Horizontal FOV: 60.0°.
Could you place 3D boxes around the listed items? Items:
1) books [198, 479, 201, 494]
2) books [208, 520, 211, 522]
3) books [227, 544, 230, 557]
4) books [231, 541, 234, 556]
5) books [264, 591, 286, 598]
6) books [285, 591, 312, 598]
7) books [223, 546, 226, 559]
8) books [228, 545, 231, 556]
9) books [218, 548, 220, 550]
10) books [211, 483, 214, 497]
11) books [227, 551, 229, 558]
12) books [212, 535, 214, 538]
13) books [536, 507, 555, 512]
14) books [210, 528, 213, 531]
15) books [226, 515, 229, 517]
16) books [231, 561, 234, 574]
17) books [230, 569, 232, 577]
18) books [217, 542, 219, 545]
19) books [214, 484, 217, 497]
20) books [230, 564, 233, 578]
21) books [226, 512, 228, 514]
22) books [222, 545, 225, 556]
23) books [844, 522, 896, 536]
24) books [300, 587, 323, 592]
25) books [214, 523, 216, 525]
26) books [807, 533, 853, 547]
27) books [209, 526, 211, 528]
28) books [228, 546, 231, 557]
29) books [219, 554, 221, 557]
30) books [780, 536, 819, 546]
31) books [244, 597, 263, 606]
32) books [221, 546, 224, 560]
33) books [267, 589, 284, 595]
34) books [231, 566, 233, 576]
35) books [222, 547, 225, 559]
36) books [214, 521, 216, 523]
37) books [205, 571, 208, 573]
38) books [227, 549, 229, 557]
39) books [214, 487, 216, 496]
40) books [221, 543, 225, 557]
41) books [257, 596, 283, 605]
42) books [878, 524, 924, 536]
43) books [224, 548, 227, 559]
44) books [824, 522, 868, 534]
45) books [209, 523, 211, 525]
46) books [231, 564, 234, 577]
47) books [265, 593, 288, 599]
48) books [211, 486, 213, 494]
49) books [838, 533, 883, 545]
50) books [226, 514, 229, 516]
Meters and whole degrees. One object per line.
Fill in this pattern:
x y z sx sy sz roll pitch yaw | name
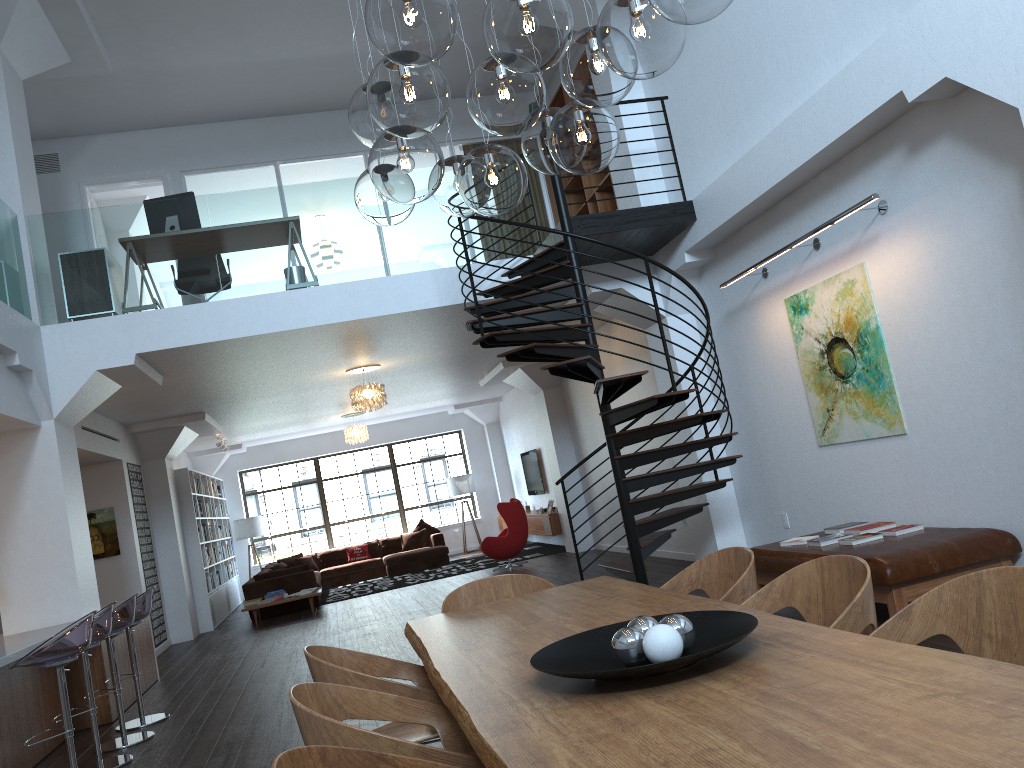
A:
-5.094 1.666 14.202 0.182 0.255 0.077 -10 -6 -13 | books
-5.052 2.266 14.487 0.223 0.027 0.161 -11 -6 -3 | books
-5.401 3.140 16.622 0.183 0.253 0.042 -10 -6 -13 | books
-5.539 3.224 17.311 0.176 0.290 0.053 -10 -6 -13 | books
-3.482 3.097 13.049 0.279 0.035 0.191 -11 -6 -3 | books
-3.069 3.014 12.718 0.342 0.040 0.231 -15 -7 27 | books
-5.254 3.042 15.940 0.174 0.242 0.105 -10 -6 -13 | books
-5.443 3.186 16.838 0.168 0.228 0.139 -10 -6 -13 | books
-5.158 2.858 15.274 0.223 0.032 0.161 -10 -6 -13 | books
-5.454 1.901 15.880 0.176 0.290 0.053 -10 -6 -13 | books
-5.343 3.120 16.407 0.161 0.223 0.030 -10 -6 -13 | books
-5.101 2.575 14.850 0.160 0.039 0.251 -11 -6 -8 | books
0.592 2.214 15.589 0.250 0.053 0.400 -10 -6 -13 | books
-5.130 2.453 14.868 0.183 0.042 0.253 -10 -6 -13 | books
-5.659 2.595 17.194 0.284 0.035 0.197 -13 -6 17 | books
-5.388 3.530 16.843 0.176 0.290 0.053 -10 -6 -13 | books
-5.270 3.469 16.324 0.183 0.253 0.037 -10 -6 -13 | books
-5.161 2.771 15.272 0.185 0.041 0.129 -12 -6 1 | books
-5.518 1.972 16.246 0.183 0.253 0.034 -10 -6 -13 | books
-5.299 3.490 16.465 0.183 0.253 0.037 -10 -6 -13 | books
-5.669 2.529 17.197 0.254 0.032 0.174 -14 -7 22 | books
-5.247 3.007 15.856 0.176 0.293 0.125 -10 -6 -13 | books
2.448 0.990 6.059 0.283 0.043 0.197 -10 -6 -13 | books
-2.989 3.038 13.085 0.256 0.035 0.350 -13 -6 12 | books
-5.209 2.425 15.215 0.223 0.031 0.161 -10 -6 -13 | books
2.133 1.043 5.944 0.247 0.040 0.185 -10 -6 -10 | books
-5.145 2.420 14.877 0.161 0.033 0.223 -10 -6 -13 | books
-5.417 3.182 16.754 0.161 0.221 0.035 -10 -6 -13 | books
-5.153 2.978 15.273 0.259 0.040 0.180 -10 -6 -13 | books
2.023 1.104 6.242 0.161 0.031 0.223 -7 -7 -35 | books
-3.763 3.172 12.914 0.241 0.045 0.334 -10 -6 -11 | books
-5.184 2.992 15.610 0.174 0.243 0.085 -10 -6 -13 | books
-3.483 3.065 13.051 0.224 0.027 0.157 -11 -6 -8 | books
-5.327 3.511 16.580 0.189 0.247 0.057 -10 -6 -13 | books
-5.198 3.000 15.695 0.182 0.253 0.098 -10 -6 -13 | books
-5.217 2.397 15.226 0.224 0.030 0.161 -11 -6 -3 | books
-4.659 2.820 13.216 0.223 0.027 0.161 -11 -6 -3 | books
-5.377 3.126 16.506 0.171 0.246 0.036 -10 -6 -13 | books
-5.491 1.952 16.114 0.183 0.253 0.034 -10 -6 -13 | books
-5.238 3.000 15.794 0.197 0.290 0.136 -10 -6 -13 | books
-3.457 3.085 12.637 0.236 0.035 0.340 -13 -6 12 | books
2.518 0.946 5.738 0.224 0.036 0.161 -9 -6 -19 | books
-5.274 3.071 16.063 0.161 0.222 0.084 -10 -6 -13 | books
2.403 1.035 6.372 0.254 0.044 0.183 -9 -6 -18 | books
-5.152 2.368 14.899 0.144 0.024 0.208 -11 -6 -8 | books
-5.365 3.539 16.761 0.171 0.246 0.057 -10 -6 -13 | books
-3.469 3.130 13.043 0.312 0.037 0.216 -9 -7 -23 | books
-5.430 1.910 15.798 0.171 0.246 0.057 -10 -6 -13 | books
2.242 0.997 5.700 0.224 0.032 0.161 -10 -6 -13 | books
-5.666 2.562 17.198 0.284 0.033 0.197 -12 -6 2 | books
